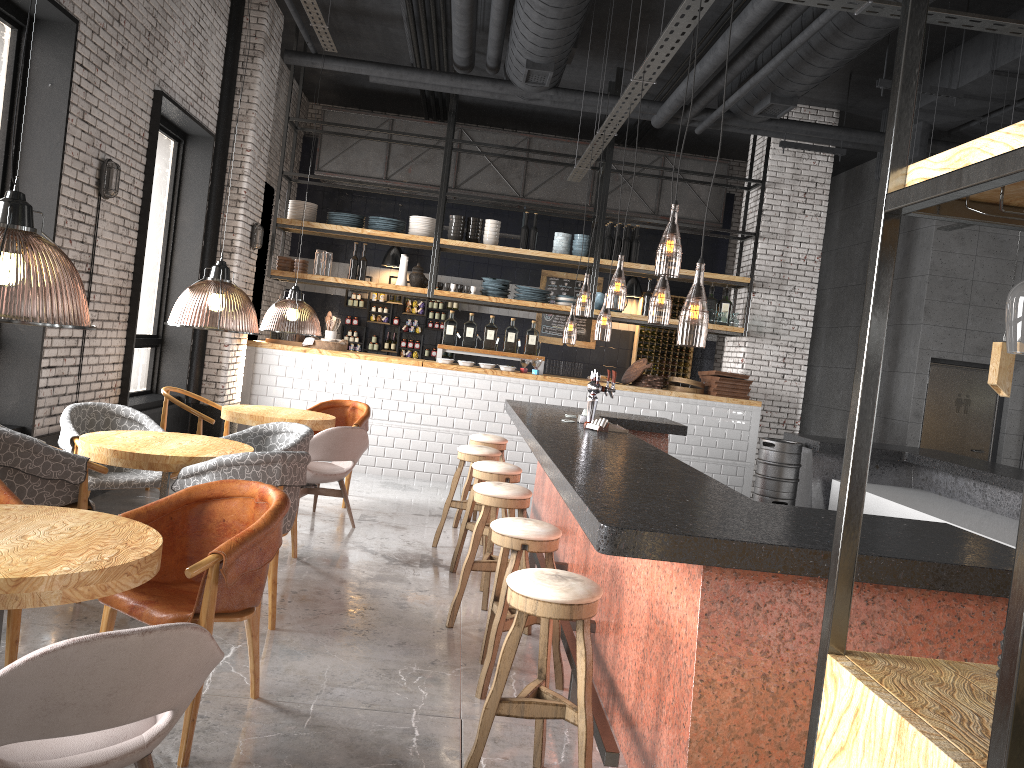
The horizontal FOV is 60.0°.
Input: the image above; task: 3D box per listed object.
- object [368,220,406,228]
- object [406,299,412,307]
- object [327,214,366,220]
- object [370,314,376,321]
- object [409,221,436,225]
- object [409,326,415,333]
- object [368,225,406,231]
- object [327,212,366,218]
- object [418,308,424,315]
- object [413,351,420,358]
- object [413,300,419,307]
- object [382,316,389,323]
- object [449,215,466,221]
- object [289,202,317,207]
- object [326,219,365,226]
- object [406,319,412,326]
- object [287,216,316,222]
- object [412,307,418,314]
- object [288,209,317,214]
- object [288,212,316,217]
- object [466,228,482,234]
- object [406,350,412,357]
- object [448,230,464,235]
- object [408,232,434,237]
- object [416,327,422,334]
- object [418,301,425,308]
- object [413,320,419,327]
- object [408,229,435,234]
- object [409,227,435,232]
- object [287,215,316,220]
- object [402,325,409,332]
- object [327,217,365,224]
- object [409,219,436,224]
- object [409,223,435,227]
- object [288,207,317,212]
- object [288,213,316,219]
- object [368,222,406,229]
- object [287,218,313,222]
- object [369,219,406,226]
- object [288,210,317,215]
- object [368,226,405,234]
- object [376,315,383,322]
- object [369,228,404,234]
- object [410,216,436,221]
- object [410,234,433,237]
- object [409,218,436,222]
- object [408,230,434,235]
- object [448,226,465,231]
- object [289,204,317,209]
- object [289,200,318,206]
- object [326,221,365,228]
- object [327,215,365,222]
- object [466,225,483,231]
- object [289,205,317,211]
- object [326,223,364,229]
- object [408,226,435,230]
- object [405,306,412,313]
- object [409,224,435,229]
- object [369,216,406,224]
[{"bbox_3d":[-1.492,-1.896,10.592,0.455,0.037,0.453,9,3,41],"label":"object"},{"bbox_3d":[-1.577,-1.247,13.592,0.092,0.112,0.100,6,2,-17],"label":"object"},{"bbox_3d":[-1.974,-1.978,10.562,0.453,0.047,0.454,7,2,-6],"label":"object"},{"bbox_3d":[-2.127,-1.019,13.567,0.092,0.112,0.100,6,2,-17],"label":"object"},{"bbox_3d":[-1.067,-1.907,10.617,0.334,0.041,0.335,5,3,-34],"label":"object"},{"bbox_3d":[-1.534,-0.840,13.620,0.090,0.101,0.111,6,2,-37],"label":"object"},{"bbox_3d":[-1.498,-1.850,10.592,0.453,0.042,0.455,5,3,-43],"label":"object"},{"bbox_3d":[-1.971,-2.001,10.560,0.454,0.050,0.454,7,2,10],"label":"object"},{"bbox_3d":[-1.394,-1.122,13.608,0.092,0.108,0.105,7,2,8],"label":"object"},{"bbox_3d":[-1.472,-0.454,13.621,0.088,0.108,0.107,5,2,-43],"label":"object"},{"bbox_3d":[-1.472,-1.233,13.599,0.088,0.108,0.107,5,2,-43],"label":"object"},{"bbox_3d":[-1.932,-0.993,13.580,0.092,0.108,0.105,7,2,8],"label":"object"},{"bbox_3d":[-0.658,-1.963,10.644,0.196,0.105,0.196,8,2,18],"label":"object"},{"bbox_3d":[-2.479,-2.113,10.530,0.334,0.042,0.335,7,2,-7],"label":"object"},{"bbox_3d":[-1.983,-1.908,10.563,0.454,0.044,0.454,7,2,-8],"label":"object"},{"bbox_3d":[-1.577,-0.947,13.614,0.090,0.101,0.111,6,2,-37],"label":"object"},{"bbox_3d":[-2.500,-1.944,10.533,0.335,0.042,0.334,8,3,35],"label":"object"},{"bbox_3d":[-1.488,-1.135,13.601,0.092,0.112,0.100,6,2,-17],"label":"object"},{"bbox_3d":[-2.489,-2.036,10.531,0.335,0.043,0.334,9,3,36],"label":"object"},{"bbox_3d":[-2.493,-2.002,10.531,0.334,0.042,0.335,5,3,-43],"label":"object"},{"bbox_3d":[-0.459,-1.806,10.654,0.196,0.107,0.196,6,2,-32],"label":"object"},{"bbox_3d":[-1.579,-0.466,13.615,0.092,0.108,0.105,7,2,8],"label":"object"},{"bbox_3d":[-0.678,-1.787,10.647,0.196,0.104,0.197,5,3,-40],"label":"object"},{"bbox_3d":[-1.083,-1.777,10.620,0.334,0.046,0.335,6,2,-23],"label":"object"},{"bbox_3d":[-1.431,-0.833,13.616,0.092,0.112,0.100,6,2,-17],"label":"object"},{"bbox_3d":[-1.382,-1.222,13.605,0.092,0.108,0.105,7,2,8],"label":"object"},{"bbox_3d":[-1.479,-0.935,13.621,0.090,0.101,0.111,6,2,-37],"label":"object"},{"bbox_3d":[-1.079,-1.815,10.618,0.334,0.040,0.335,5,3,-40],"label":"object"},{"bbox_3d":[-1.076,-1.834,10.618,0.334,0.039,0.335,5,3,-37],"label":"object"},{"bbox_3d":[-2.498,-1.963,10.532,0.334,0.039,0.335,6,2,-16],"label":"object"},{"bbox_3d":[-1.644,-0.857,13.603,0.118,0.111,0.085,6,2,-35],"label":"object"},{"bbox_3d":[-1.979,-1.930,10.563,0.453,0.038,0.455,6,3,-27],"label":"object"},{"bbox_3d":[-1.065,-1.927,10.616,0.334,0.044,0.335,5,3,-33],"label":"object"},{"bbox_3d":[-1.070,-1.888,10.616,0.334,0.043,0.335,6,2,-20],"label":"object"},{"bbox_3d":[-2.486,-2.055,10.530,0.335,0.038,0.334,8,2,17],"label":"object"},{"bbox_3d":[-2.496,-1.982,10.533,0.334,0.044,0.335,5,3,-37],"label":"object"},{"bbox_3d":[-1.494,-1.873,10.592,0.454,0.038,0.454,7,2,-2],"label":"object"},{"bbox_3d":[-2.502,-1.924,10.533,0.335,0.033,0.334,8,3,35],"label":"object"},{"bbox_3d":[-1.488,-1.921,10.590,0.453,0.050,0.454,6,3,-28],"label":"object"},{"bbox_3d":[-2.491,-2.021,10.531,0.335,0.038,0.334,8,2,22],"label":"object"},{"bbox_3d":[-1.499,-1.827,10.594,0.453,0.045,0.455,6,3,-29],"label":"object"},{"bbox_3d":[-2.023,-1.004,13.574,0.088,0.108,0.107,5,2,-43],"label":"object"},{"bbox_3d":[-1.503,-1.803,10.594,0.454,0.033,0.454,7,2,5],"label":"object"},{"bbox_3d":[-1.060,-1.965,10.615,0.334,0.039,0.335,6,3,-30],"label":"object"},{"bbox_3d":[-1.085,-1.756,10.619,0.335,0.033,0.334,8,3,35],"label":"object"},{"bbox_3d":[-1.063,-1.946,10.615,0.334,0.039,0.335,6,3,-28],"label":"object"},{"bbox_3d":[-1.080,-1.795,10.618,0.334,0.037,0.335,5,3,-37],"label":"object"},{"bbox_3d":[-0.672,-1.831,10.647,0.197,0.102,0.196,8,2,25],"label":"object"},{"bbox_3d":[-2.482,-2.094,10.529,0.334,0.040,0.335,6,2,-13],"label":"object"},{"bbox_3d":[-2.476,-2.133,10.529,0.334,0.039,0.335,6,2,-13],"label":"object"},{"bbox_3d":[-1.985,-1.884,10.564,0.454,0.043,0.454,7,2,-1],"label":"object"},{"bbox_3d":[-1.976,-1.954,10.562,0.454,0.043,0.454,7,2,2],"label":"object"},{"bbox_3d":[-0.456,-1.850,10.655,0.196,0.102,0.196,7,2,7],"label":"object"},{"bbox_3d":[-2.484,-2.074,10.530,0.334,0.035,0.335,6,3,-28],"label":"object"},{"bbox_3d":[-1.987,-1.860,10.564,0.454,0.033,0.454,7,2,5],"label":"object"},{"bbox_3d":[-1.074,-1.853,10.616,0.335,0.040,0.334,9,3,41],"label":"object"},{"bbox_3d":[-1.585,-1.144,13.596,0.088,0.108,0.107,5,2,-43],"label":"object"},{"bbox_3d":[-1.072,-1.869,10.617,0.335,0.039,0.335,7,2,4],"label":"object"},{"bbox_3d":[-1.486,-1.943,10.591,0.454,0.039,0.454,8,2,16],"label":"object"}]
